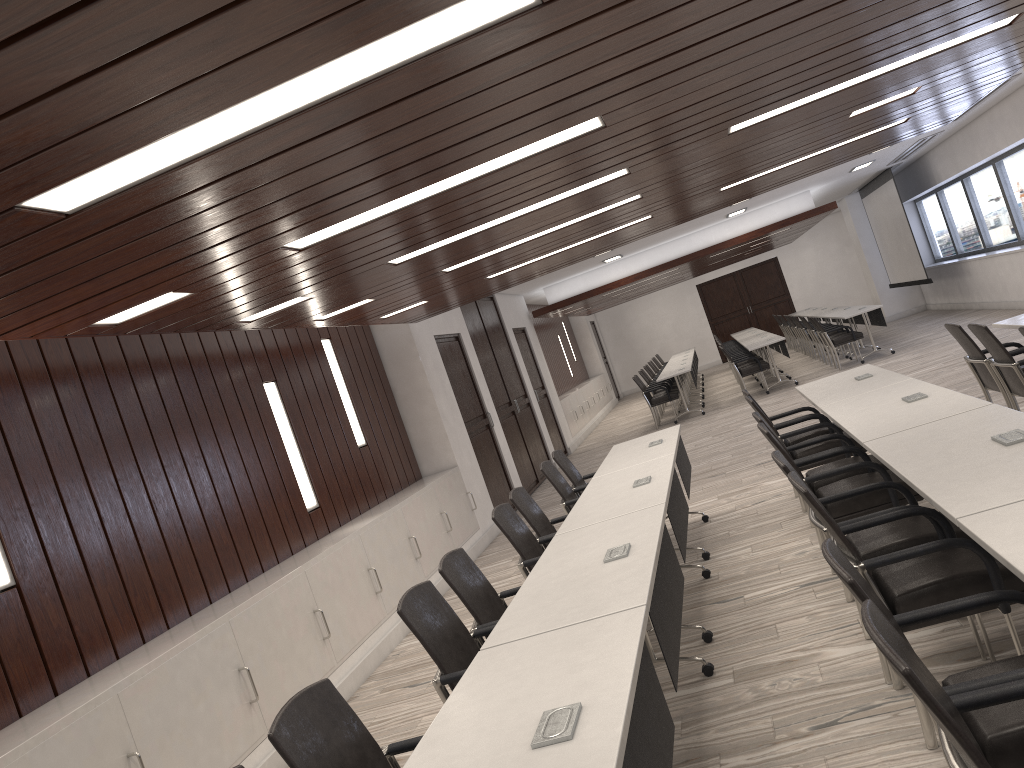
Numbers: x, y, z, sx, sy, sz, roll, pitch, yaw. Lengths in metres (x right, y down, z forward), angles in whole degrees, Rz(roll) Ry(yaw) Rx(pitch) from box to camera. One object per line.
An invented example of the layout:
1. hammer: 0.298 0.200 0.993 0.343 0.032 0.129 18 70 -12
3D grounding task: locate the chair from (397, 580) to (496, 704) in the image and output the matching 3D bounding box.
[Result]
1. chair: 0.026 1.158 3.421 0.638 0.939 0.513 -19 0 13

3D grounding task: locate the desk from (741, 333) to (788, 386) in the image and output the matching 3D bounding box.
1. desk: 4.582 -0.450 16.077 0.577 0.795 1.509 -19 0 13

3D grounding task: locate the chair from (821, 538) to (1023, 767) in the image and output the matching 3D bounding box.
1. chair: 1.211 0.755 2.112 0.638 0.939 0.513 -19 0 13

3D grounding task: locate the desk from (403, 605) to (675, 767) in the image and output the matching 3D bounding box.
1. desk: 0.125 1.209 2.115 0.577 0.795 1.509 -19 0 13

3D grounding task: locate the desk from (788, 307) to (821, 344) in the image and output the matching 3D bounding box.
1. desk: 7.229 -1.416 21.674 0.577 0.795 1.509 -19 0 13

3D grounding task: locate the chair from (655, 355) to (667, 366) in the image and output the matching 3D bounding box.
1. chair: 4.033 -0.381 22.171 0.638 0.939 0.513 -19 0 13

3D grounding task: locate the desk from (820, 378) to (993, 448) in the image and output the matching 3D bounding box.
1. desk: 2.159 0.480 4.747 0.577 0.795 1.509 -19 0 13

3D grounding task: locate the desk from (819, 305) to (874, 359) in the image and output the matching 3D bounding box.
1. desk: 5.961 -0.929 15.743 0.577 0.795 1.509 -19 0 13

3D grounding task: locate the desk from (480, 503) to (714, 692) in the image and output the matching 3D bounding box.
1. desk: 0.443 1.088 3.599 0.577 0.795 1.509 -19 0 13

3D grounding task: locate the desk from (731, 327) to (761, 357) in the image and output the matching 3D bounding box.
1. desk: 5.851 -0.937 22.008 0.577 0.795 1.509 -19 0 13

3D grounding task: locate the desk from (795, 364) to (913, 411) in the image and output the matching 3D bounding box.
1. desk: 2.477 0.358 6.231 0.577 0.795 1.509 -19 0 13

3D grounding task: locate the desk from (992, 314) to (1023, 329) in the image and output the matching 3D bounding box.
1. desk: 3.856 -0.120 5.897 0.577 0.795 1.509 -19 0 13

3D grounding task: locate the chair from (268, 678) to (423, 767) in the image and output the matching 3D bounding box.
1. chair: -0.192 1.241 2.462 0.638 0.939 0.513 -19 0 13

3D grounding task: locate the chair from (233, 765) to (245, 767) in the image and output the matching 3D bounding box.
1. chair: -0.297 1.282 1.940 0.638 0.939 0.513 -19 0 13

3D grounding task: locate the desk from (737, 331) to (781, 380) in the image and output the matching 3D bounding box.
1. desk: 4.898 -0.571 17.553 0.577 0.795 1.509 -19 0 13

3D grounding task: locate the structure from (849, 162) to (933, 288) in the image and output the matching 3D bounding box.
1. structure: 7.484 -3.041 17.548 0.438 2.329 3.550 -19 0 13

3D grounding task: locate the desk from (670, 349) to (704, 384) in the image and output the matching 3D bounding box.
1. desk: 4.134 -0.330 20.863 0.577 0.795 1.509 -19 0 13

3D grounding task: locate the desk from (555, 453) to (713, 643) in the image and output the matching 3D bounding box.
1. desk: 0.760 0.966 5.086 0.577 0.795 1.509 -19 0 13

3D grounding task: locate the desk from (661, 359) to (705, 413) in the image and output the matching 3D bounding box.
1. desk: 3.183 0.035 16.417 0.577 0.795 1.509 -19 0 13

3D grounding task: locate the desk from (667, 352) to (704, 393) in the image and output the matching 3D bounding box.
1. desk: 3.816 -0.208 19.376 0.577 0.795 1.509 -19 0 13

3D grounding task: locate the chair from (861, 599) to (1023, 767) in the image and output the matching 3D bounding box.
1. chair: 1.111 0.793 1.603 0.638 0.939 0.513 -19 0 13

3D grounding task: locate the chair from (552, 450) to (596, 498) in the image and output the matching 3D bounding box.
1. chair: 0.764 0.874 6.910 0.638 0.939 0.513 -19 0 12

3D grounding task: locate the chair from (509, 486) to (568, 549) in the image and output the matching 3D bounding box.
1. chair: 0.441 0.998 5.419 0.638 0.939 0.513 -19 0 12

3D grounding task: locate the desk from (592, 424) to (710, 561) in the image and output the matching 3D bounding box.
1. desk: 1.078 0.844 6.570 0.577 0.795 1.509 -19 0 13

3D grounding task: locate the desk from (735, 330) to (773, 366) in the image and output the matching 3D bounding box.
1. desk: 5.215 -0.693 19.037 0.577 0.795 1.509 -19 0 13

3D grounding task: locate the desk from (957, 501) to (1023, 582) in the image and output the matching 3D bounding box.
1. desk: 1.524 0.724 1.775 0.577 0.795 1.509 -19 0 13

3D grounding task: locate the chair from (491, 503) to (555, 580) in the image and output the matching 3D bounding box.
1. chair: 0.346 1.035 4.908 0.638 0.939 0.513 -19 0 13

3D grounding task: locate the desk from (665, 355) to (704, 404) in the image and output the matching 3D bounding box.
1. desk: 3.499 -0.086 17.892 0.577 0.795 1.509 -19 0 13

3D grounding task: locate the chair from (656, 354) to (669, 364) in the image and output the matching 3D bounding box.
1. chair: 4.139 -0.421 22.682 0.638 0.939 0.513 -19 0 13

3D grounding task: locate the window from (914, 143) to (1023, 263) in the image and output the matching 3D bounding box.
1. window: 7.811 -2.867 13.897 0.118 1.419 10.452 -19 0 13

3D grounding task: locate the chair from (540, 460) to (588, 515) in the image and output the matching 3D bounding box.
1. chair: 0.654 0.917 6.394 0.638 0.939 0.513 -19 0 12

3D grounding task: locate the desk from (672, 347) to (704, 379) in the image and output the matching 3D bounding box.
1. desk: 4.452 -0.452 22.347 0.577 0.795 1.509 -19 0 13

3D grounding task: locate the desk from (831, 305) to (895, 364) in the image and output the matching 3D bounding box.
1. desk: 5.644 -0.807 14.259 0.577 0.795 1.509 -19 0 13

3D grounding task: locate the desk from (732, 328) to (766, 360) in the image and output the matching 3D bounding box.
1. desk: 5.533 -0.815 20.524 0.577 0.795 1.509 -19 0 13

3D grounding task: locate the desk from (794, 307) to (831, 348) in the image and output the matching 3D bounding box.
1. desk: 6.912 -1.294 20.190 0.577 0.795 1.509 -19 0 13

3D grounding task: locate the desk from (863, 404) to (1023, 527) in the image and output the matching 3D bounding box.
1. desk: 1.842 0.602 3.260 0.577 0.795 1.509 -19 0 13

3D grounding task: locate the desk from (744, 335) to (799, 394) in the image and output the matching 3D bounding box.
1. desk: 4.265 -0.328 14.593 0.577 0.795 1.509 -19 0 13

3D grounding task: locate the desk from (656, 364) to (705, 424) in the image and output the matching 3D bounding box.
1. desk: 2.866 0.157 14.932 0.577 0.795 1.509 -19 0 13

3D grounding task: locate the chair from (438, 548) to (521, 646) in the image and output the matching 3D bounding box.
1. chair: 0.137 1.115 3.939 0.638 0.939 0.513 -19 0 12

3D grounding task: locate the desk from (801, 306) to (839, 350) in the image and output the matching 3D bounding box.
1. desk: 6.594 -1.172 18.703 0.577 0.795 1.509 -19 0 13

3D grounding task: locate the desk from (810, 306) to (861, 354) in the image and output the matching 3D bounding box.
1. desk: 6.277 -1.050 17.218 0.577 0.795 1.509 -19 0 13
